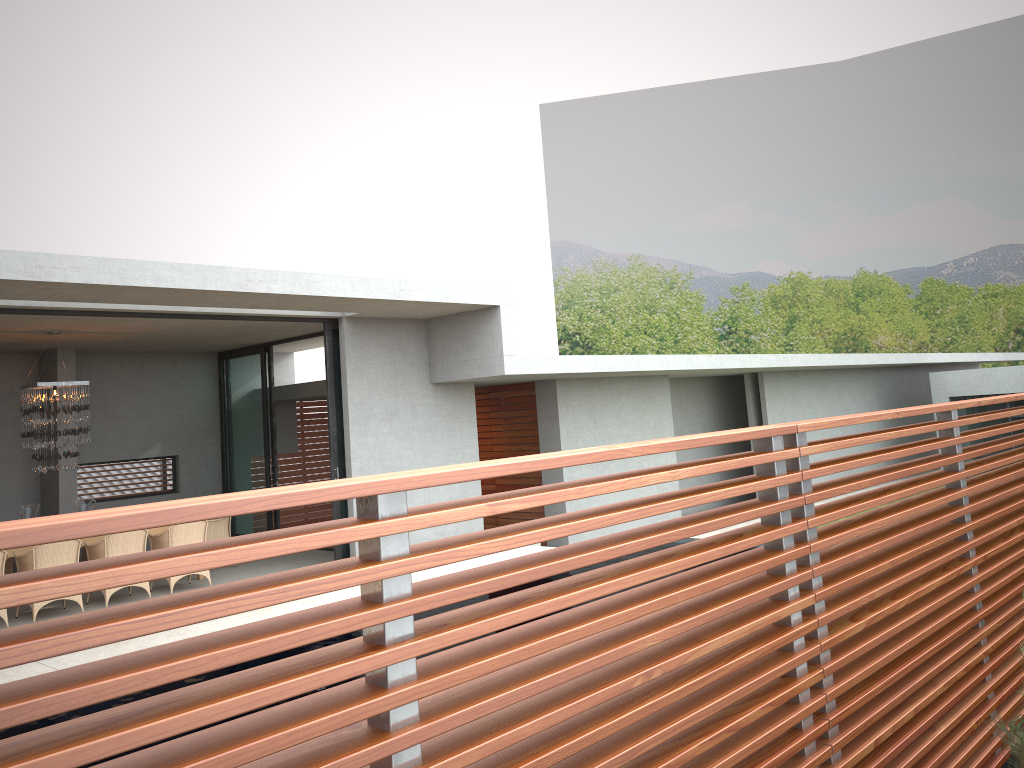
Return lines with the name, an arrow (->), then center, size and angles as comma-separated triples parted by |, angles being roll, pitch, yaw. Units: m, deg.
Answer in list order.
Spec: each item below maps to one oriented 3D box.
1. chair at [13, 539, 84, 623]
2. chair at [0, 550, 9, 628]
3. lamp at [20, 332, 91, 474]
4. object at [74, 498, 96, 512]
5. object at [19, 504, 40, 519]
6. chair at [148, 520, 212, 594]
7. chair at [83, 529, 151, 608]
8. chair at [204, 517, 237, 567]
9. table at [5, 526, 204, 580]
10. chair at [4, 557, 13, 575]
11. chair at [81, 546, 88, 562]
chair -> -5.023, 2.085, 9.611 | 0.626, 0.871, 0.616 | -9, -7, 43
chair -> -5.534, 2.105, 9.077 | 0.626, 0.871, 0.616 | -9, -7, 43
lamp -> -5.695, 0.227, 11.016 | 0.613, 1.771, 0.618 | -10, -8, 43
object -> -5.288, 1.622, 10.937 | 0.192, 0.390, 0.192 | -7, -6, 25
object -> -5.682, 1.640, 10.590 | 0.541, 0.390, 0.322 | -2, -5, -30
chair -> -4.002, 2.044, 10.679 | 0.626, 0.871, 0.616 | -9, -7, 43
chair -> -4.513, 2.064, 10.145 | 0.626, 0.871, 0.616 | -9, -7, 43
chair -> -4.161, 2.103, 12.139 | 0.613, 0.871, 0.629 | -9, -7, 43
table -> -5.550, 2.208, 10.609 | 1.271, 0.763, 3.256 | -7, -4, 44
chair -> -6.615, 2.248, 11.090 | 0.626, 0.871, 0.616 | -9, -7, 43
chair -> -5.594, 2.208, 12.157 | 0.626, 0.871, 0.616 | -9, -7, 43
